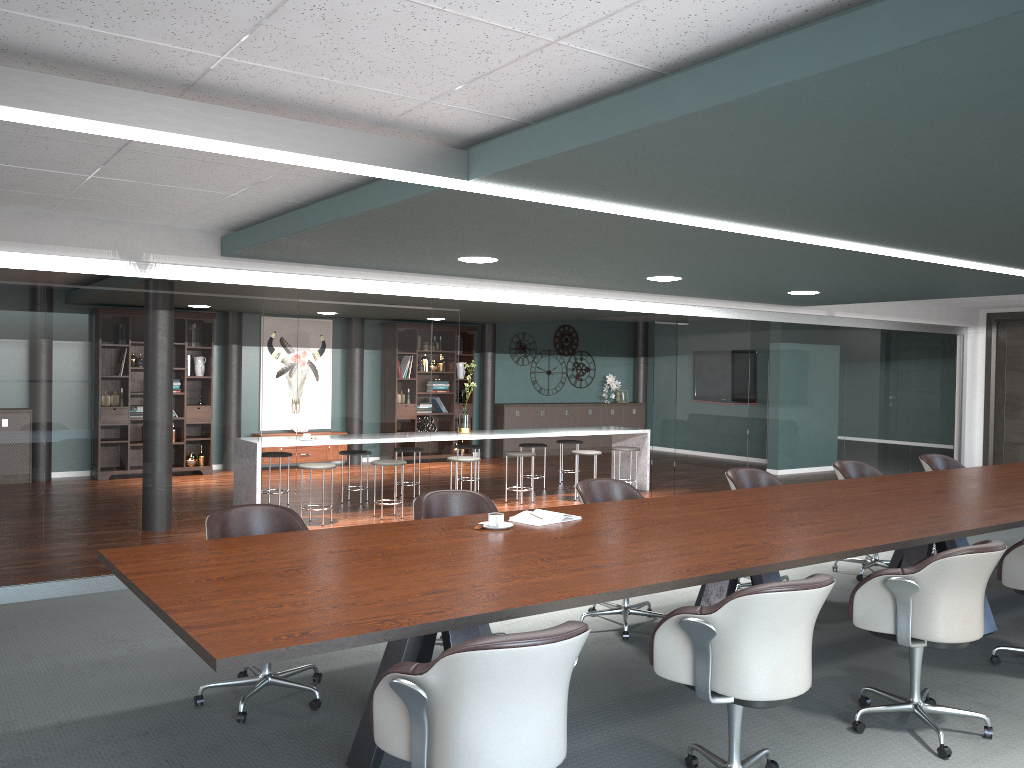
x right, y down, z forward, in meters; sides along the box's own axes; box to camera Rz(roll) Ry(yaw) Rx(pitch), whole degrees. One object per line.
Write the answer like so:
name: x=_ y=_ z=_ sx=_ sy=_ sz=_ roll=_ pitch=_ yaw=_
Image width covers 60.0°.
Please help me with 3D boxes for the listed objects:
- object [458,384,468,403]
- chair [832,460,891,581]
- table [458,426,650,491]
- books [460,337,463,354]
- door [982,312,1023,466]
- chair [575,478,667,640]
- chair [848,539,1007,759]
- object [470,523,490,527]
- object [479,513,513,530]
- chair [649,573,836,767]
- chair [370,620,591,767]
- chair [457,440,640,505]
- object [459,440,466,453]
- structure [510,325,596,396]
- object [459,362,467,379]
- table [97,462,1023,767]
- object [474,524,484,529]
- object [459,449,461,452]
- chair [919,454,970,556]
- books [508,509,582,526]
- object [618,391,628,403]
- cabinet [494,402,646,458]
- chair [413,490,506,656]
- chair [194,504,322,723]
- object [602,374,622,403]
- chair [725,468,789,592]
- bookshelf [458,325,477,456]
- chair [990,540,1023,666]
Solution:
object: x=-0.743 y=0.138 z=13.191 sx=0.116 sy=0.286 sz=0.215 roll=0 pitch=1 yaw=-39
chair: x=2.454 y=0.924 z=6.069 sx=0.523 sy=0.761 sz=0.533 roll=2 pitch=1 yaw=36
table: x=-0.470 y=0.853 z=9.086 sx=4.577 sy=0.699 sz=0.609 roll=0 pitch=1 yaw=-35
books: x=-0.796 y=-0.563 z=13.152 sx=0.042 sy=0.248 sz=0.194 roll=0 pitch=1 yaw=-35
door: x=6.090 y=0.217 z=10.387 sx=0.139 sy=2.130 sz=1.038 roll=0 pitch=1 yaw=-35
chair: x=0.589 y=0.913 z=4.768 sx=0.535 sy=0.761 sz=0.518 roll=0 pitch=1 yaw=-29
chair: x=1.599 y=0.954 z=3.417 sx=0.523 sy=0.761 sz=0.533 roll=2 pitch=1 yaw=31
object: x=-0.117 y=0.585 z=3.654 sx=0.155 sy=0.012 sz=0.034 roll=2 pitch=1 yaw=32
object: x=-0.067 y=0.567 z=3.679 sx=0.146 sy=0.056 sz=0.146 roll=1 pitch=1 yaw=-11
chair: x=0.748 y=0.949 z=2.817 sx=0.523 sy=0.761 sz=0.533 roll=2 pitch=1 yaw=36
chair: x=-0.063 y=0.945 z=2.236 sx=0.535 sy=0.761 sz=0.518 roll=0 pitch=1 yaw=-29
chair: x=-0.481 y=0.946 z=9.154 sx=4.029 sy=0.512 sz=1.479 roll=0 pitch=1 yaw=-36
object: x=-0.734 y=0.901 z=13.175 sx=0.108 sy=0.256 sz=0.108 roll=1 pitch=1 yaw=-1
structure: x=0.697 y=-0.397 z=14.559 sx=1.791 sy=1.178 sz=0.017 roll=0 pitch=1 yaw=-35
object: x=-0.810 y=-0.210 z=13.191 sx=0.268 sy=0.262 sz=0.137 roll=1 pitch=1 yaw=5
table: x=1.678 y=0.966 z=4.470 sx=6.694 sy=0.706 sz=1.374 roll=0 pitch=1 yaw=-35
object: x=-0.136 y=0.584 z=3.631 sx=0.041 sy=0.021 sz=0.044 roll=0 pitch=1 yaw=-43
object: x=-0.819 y=0.942 z=13.058 sx=0.144 sy=0.175 sz=0.073 roll=0 pitch=1 yaw=-33
chair: x=3.359 y=0.929 z=6.716 sx=0.535 sy=0.761 sz=0.518 roll=0 pitch=1 yaw=-29
books: x=0.147 y=0.579 z=3.887 sx=0.285 sy=0.032 sz=0.180 roll=0 pitch=1 yaw=-45
object: x=1.890 y=0.218 z=15.067 sx=0.174 sy=0.207 sz=0.042 roll=1 pitch=1 yaw=-16
cabinet: x=-2.848 y=0.704 z=11.864 sx=12.287 sy=0.820 sz=0.402 roll=0 pitch=1 yaw=-35
chair: x=-0.240 y=0.909 z=4.185 sx=0.535 sy=0.761 sz=0.518 roll=1 pitch=1 yaw=-15
chair: x=-1.015 y=0.904 z=3.640 sx=0.535 sy=0.761 sz=0.518 roll=0 pitch=1 yaw=-29
object: x=1.702 y=0.075 z=15.023 sx=0.221 sy=0.495 sz=0.600 roll=2 pitch=1 yaw=29
chair: x=1.571 y=0.919 z=5.459 sx=0.535 sy=0.761 sz=0.518 roll=0 pitch=1 yaw=-29
bookshelf: x=-1.216 y=0.132 z=12.902 sx=1.339 sy=1.984 sz=0.482 roll=0 pitch=1 yaw=-35
chair: x=2.545 y=0.960 z=4.070 sx=0.535 sy=0.761 sz=0.518 roll=0 pitch=1 yaw=-29
